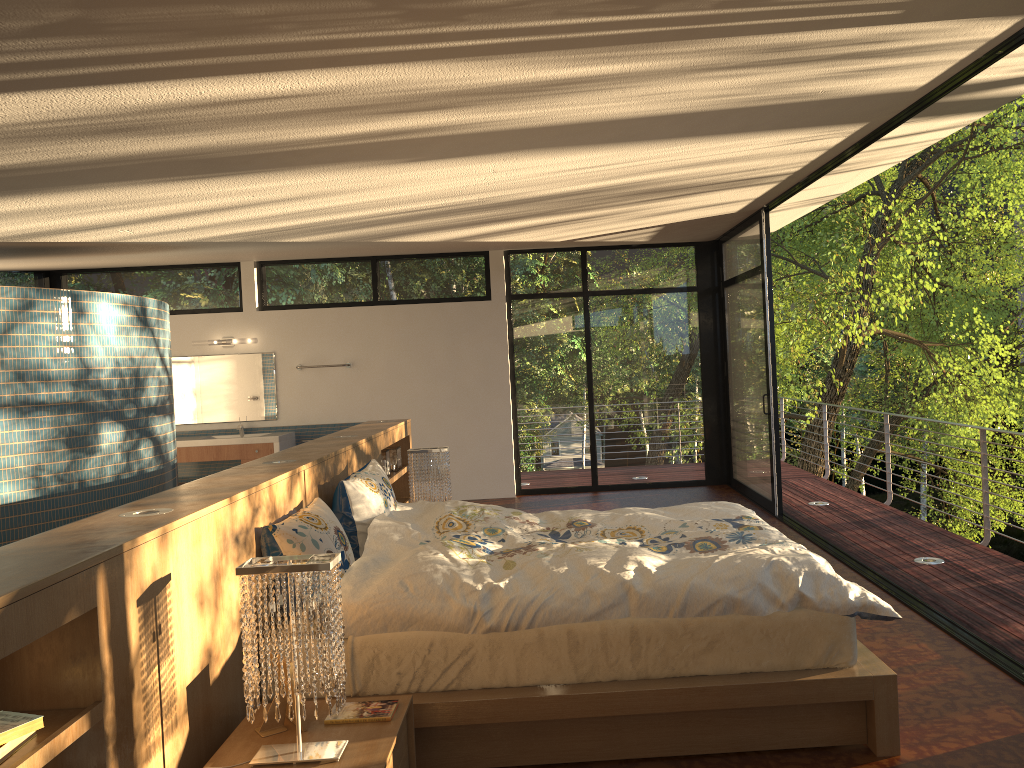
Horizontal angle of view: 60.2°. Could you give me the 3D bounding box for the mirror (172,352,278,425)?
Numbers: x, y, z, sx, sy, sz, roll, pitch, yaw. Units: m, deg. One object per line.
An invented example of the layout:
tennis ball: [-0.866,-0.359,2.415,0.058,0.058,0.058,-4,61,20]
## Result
mirror: [-3.315,0.068,8.754,1.963,0.678,0.100,-3,1,-2]

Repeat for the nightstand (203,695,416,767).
nightstand: [-0.549,1.150,2.325,0.478,0.347,0.775,-3,1,1]

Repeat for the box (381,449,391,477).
box: [-0.866,0.521,5.775,0.116,0.170,0.124,-3,1,0]

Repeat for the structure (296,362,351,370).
structure: [-1.868,-0.175,8.752,0.539,0.056,0.198,-3,1,-1]

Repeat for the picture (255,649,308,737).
picture: [-0.668,0.876,2.510,0.119,0.202,0.152,-3,1,-35]

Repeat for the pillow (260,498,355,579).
pillow: [-0.742,0.666,3.283,0.267,0.404,0.603,-3,1,3]

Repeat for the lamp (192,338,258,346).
lamp: [-2.808,-0.412,8.679,0.621,0.070,0.117,-3,1,-2]

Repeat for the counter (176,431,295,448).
counter: [-3.294,0.587,8.457,2.283,0.111,0.549,-3,1,-2]

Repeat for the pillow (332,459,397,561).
pillow: [-0.681,0.603,4.148,0.252,0.439,0.622,-3,1,5]

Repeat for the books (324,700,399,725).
books: [-0.437,0.959,2.585,0.189,0.012,0.133,-3,1,0]

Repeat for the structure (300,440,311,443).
structure: [-1.832,0.550,8.761,0.505,0.021,0.198,-3,1,-1]

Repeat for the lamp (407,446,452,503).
lamp: [-0.479,0.747,5.374,0.261,0.730,0.162,-3,1,-1]

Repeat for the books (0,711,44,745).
books: [-1.029,0.674,1.690,0.130,0.022,0.194,-2,2,27]

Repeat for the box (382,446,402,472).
box: [-0.845,0.520,6.104,0.134,0.156,0.157,-3,1,0]

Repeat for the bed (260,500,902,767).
bed: [0.263,0.893,3.778,2.156,0.712,1.827,-3,1,0]

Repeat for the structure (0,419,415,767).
structure: [-0.979,0.825,3.607,0.308,0.974,5.795,-3,1,2]

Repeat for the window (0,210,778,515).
window: [-1.332,0.066,3.863,6.851,2.513,10.306,-3,1,0]

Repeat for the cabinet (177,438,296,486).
cabinet: [-3.276,0.944,8.461,2.282,0.710,0.549,-3,1,-2]

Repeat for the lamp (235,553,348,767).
lamp: [-0.572,0.716,2.319,0.247,0.522,0.124,-3,1,-1]

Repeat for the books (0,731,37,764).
books: [-1.024,0.700,1.693,0.129,0.030,0.181,-3,1,-2]
